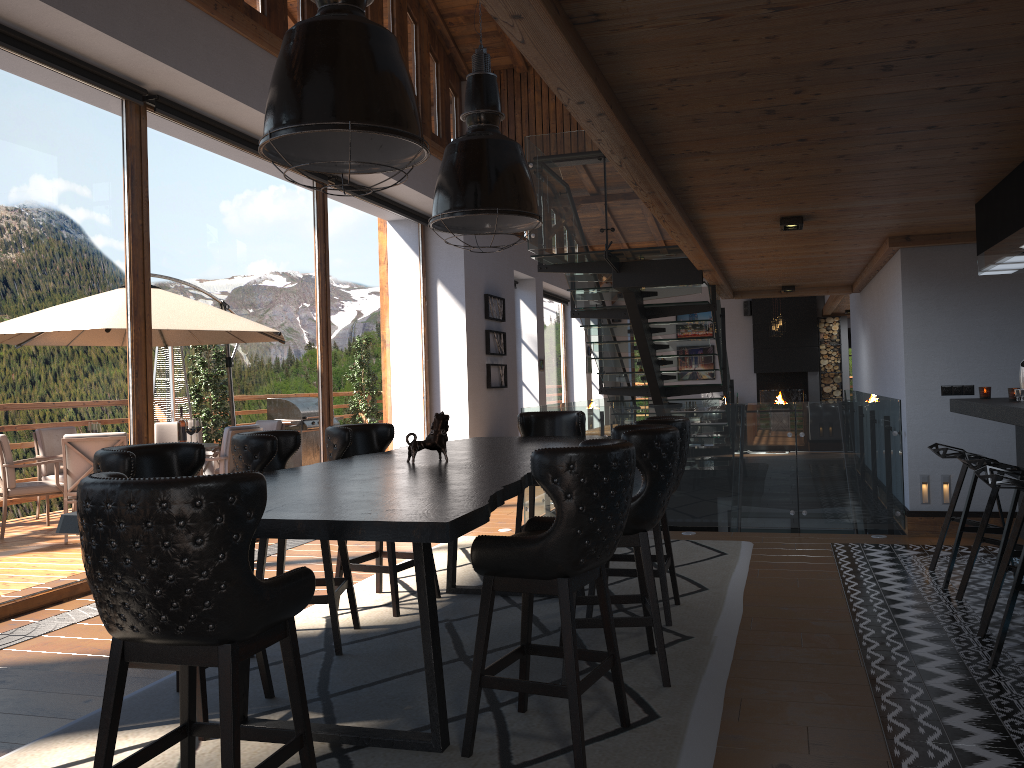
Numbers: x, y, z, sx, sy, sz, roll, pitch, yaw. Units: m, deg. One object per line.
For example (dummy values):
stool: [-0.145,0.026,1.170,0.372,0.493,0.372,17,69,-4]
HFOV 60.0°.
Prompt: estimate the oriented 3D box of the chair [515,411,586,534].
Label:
chair: [0.280,0.745,6.302,0.501,1.092,0.571,-2,-1,16]

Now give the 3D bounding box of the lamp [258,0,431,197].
lamp: [-0.679,-3.054,3.309,0.628,4.685,0.615,-1,-1,-29]

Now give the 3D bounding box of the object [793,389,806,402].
object: [6.396,0.627,19.665,0.311,1.018,0.304,-1,-1,-28]

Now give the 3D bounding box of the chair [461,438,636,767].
chair: [0.171,0.755,3.164,0.563,1.092,0.509,-2,-1,25]

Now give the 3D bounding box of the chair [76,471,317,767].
chair: [-0.859,0.775,2.411,0.501,1.092,0.571,-2,-1,16]

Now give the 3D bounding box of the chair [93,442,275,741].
chair: [-1.345,0.790,3.541,0.565,1.092,0.507,-2,-1,15]

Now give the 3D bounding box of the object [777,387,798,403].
object: [5.373,0.396,17.107,0.402,0.808,0.626,-2,-1,28]

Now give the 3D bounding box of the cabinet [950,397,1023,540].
cabinet: [2.871,0.663,3.924,0.883,1.104,4.832,-2,0,17]

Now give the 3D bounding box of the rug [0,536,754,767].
rug: [-0.115,1.302,4.662,2.535,0.047,5.668,-2,0,17]

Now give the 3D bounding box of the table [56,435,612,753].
table: [-0.282,0.851,4.374,1.420,0.950,3.821,-2,0,17]

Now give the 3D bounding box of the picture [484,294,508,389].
picture: [-0.225,-0.596,12.646,0.059,1.312,0.779,-2,-1,17]

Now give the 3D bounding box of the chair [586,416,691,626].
chair: [0.712,0.731,4.876,0.565,1.092,0.507,-2,-1,15]

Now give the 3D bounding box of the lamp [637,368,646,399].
lamp: [3.085,0.283,20.208,0.521,1.899,1.338,-2,-1,38]

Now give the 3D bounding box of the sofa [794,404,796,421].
sofa: [4.682,0.758,15.699,2.550,0.838,1.247,-2,0,16]

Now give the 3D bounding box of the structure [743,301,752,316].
structure: [5.498,-1.758,20.648,0.212,0.349,0.215,-2,-1,16]

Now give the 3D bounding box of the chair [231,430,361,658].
chair: [-1.108,0.784,4.481,0.568,1.092,0.504,-2,-1,0]

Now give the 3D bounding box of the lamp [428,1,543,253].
lamp: [-0.208,-3.066,4.841,0.628,4.685,0.615,-1,-1,-29]

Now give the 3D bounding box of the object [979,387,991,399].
object: [3.265,0.061,6.117,0.080,0.081,0.078,-1,-1,-39]

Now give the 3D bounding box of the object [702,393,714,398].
object: [4.564,0.396,20.630,0.261,0.532,0.424,-2,-1,-14]

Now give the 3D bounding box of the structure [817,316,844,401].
structure: [7.180,-0.199,19.975,0.498,2.617,0.515,-2,-1,16]

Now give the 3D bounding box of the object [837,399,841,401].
object: [7.204,0.719,19.638,0.268,0.795,0.263,-2,-1,0]

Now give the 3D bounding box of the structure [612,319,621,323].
structure: [2.536,-1.670,21.492,0.212,0.349,0.215,-2,-1,16]

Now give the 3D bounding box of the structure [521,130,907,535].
structure: [-0.480,0.936,10.012,9.150,6.399,11.097,-2,0,17]

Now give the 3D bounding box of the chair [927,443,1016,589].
chair: [2.850,0.795,5.479,0.466,0.839,0.542,-2,-1,17]

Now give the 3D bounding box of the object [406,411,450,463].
object: [-0.416,0.262,4.365,0.223,0.253,0.115,-1,-1,-21]

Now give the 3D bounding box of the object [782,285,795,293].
object: [3.334,-1.151,10.695,0.154,0.068,0.263,-2,0,17]

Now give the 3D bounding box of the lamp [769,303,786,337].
lamp: [5.278,-2.063,17.790,0.261,2.202,0.805,-2,-1,8]

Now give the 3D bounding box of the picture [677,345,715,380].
picture: [4.366,-0.496,21.046,0.874,0.816,0.036,-2,-1,16]

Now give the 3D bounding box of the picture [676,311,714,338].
picture: [4.337,-1.491,21.060,0.874,0.816,0.036,-2,-1,16]

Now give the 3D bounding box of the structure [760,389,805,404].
structure: [6.134,0.382,20.132,0.976,0.514,0.184,-2,-1,16]

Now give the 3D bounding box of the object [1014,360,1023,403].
object: [3.067,-0.120,5.202,0.224,0.452,0.226,-2,-1,16]

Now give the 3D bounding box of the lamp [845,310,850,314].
lamp: [7.249,-1.562,19.072,0.154,0.068,0.263,-2,0,17]

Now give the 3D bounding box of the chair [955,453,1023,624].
chair: [2.668,0.800,4.739,0.467,0.839,0.542,-2,-1,14]

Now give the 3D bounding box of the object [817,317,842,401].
object: [7.177,-0.192,19.986,0.490,2.612,0.469,-2,-1,16]

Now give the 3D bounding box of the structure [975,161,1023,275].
structure: [2.888,-0.943,4.124,0.706,0.476,3.271,-2,0,17]

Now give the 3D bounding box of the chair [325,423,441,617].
chair: [-0.803,0.786,5.252,0.563,1.092,0.509,-2,-1,25]

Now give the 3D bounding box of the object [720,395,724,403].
object: [5.000,0.410,20.573,0.337,0.455,0.337,-2,-1,42]

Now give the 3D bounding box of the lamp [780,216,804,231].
lamp: [1.932,-1.115,6.131,0.154,0.068,0.263,-2,0,17]

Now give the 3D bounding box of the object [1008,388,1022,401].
object: [3.100,0.065,5.461,0.080,0.081,0.078,-2,0,-19]

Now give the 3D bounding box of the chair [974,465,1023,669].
chair: [2.368,0.808,4.005,0.465,0.839,0.543,-2,-1,23]

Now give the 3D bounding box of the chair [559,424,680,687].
chair: [0.475,0.737,3.935,0.568,1.092,0.504,-2,-1,0]
